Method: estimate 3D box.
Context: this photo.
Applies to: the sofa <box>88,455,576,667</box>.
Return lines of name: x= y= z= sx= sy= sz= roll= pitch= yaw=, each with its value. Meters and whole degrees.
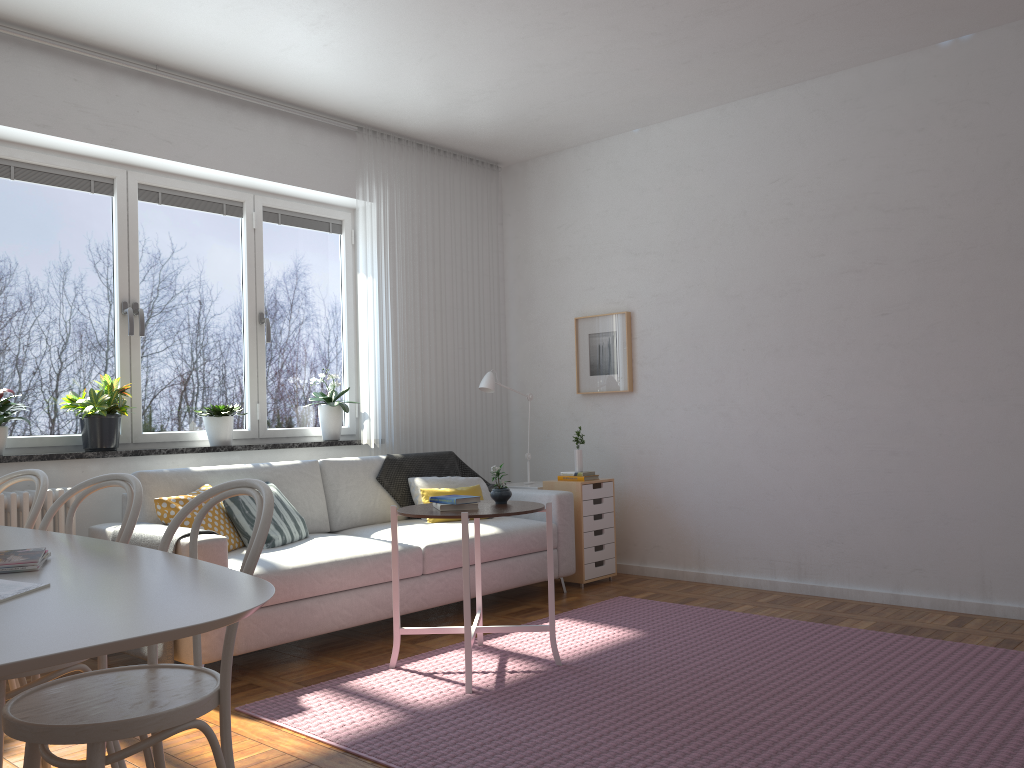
sofa: x=-0.796 y=0.825 z=4.699 sx=1.004 sy=0.842 sz=2.462 roll=-3 pitch=-3 yaw=42

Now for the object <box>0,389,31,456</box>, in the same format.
object: x=-2.397 y=0.175 z=4.064 sx=0.371 sy=0.308 sz=0.380 roll=-2 pitch=-2 yaw=17

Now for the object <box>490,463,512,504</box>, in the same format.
object: x=-0.051 y=0.431 z=3.845 sx=0.096 sy=0.174 sz=0.109 roll=-2 pitch=-2 yaw=21

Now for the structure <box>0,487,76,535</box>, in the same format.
structure: x=-2.346 y=0.784 z=3.777 sx=0.224 sy=0.623 sz=0.972 roll=-3 pitch=-2 yaw=42

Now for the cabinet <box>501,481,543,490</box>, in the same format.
cabinet: x=0.156 y=0.968 z=5.913 sx=0.400 sy=0.600 sz=0.400 roll=-3 pitch=-2 yaw=42

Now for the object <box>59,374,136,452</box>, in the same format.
object: x=-2.054 y=0.141 z=4.406 sx=0.333 sy=0.384 sz=0.299 roll=0 pitch=-2 yaw=-33

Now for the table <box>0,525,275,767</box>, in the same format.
table: x=-1.356 y=0.762 z=1.861 sx=2.290 sy=0.769 sz=0.931 roll=-3 pitch=-3 yaw=42

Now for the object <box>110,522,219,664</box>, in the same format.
object: x=-1.489 y=0.874 z=3.786 sx=0.608 sy=0.533 sz=0.288 roll=-3 pitch=-2 yaw=42

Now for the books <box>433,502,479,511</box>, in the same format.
books: x=-0.236 y=0.505 z=3.702 sx=0.162 sy=0.026 sz=0.209 roll=-1 pitch=-2 yaw=-13

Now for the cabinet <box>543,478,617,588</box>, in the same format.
cabinet: x=0.429 y=0.927 z=5.597 sx=0.301 sy=0.643 sz=0.349 roll=-3 pitch=-2 yaw=42

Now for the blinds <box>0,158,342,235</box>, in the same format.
blinds: x=-2.060 y=-1.031 z=4.722 sx=0.015 sy=0.098 sz=2.845 roll=-3 pitch=-2 yaw=42

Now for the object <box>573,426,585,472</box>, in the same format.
object: x=0.424 y=0.409 z=5.591 sx=0.081 sy=0.287 sz=0.085 roll=0 pitch=-2 yaw=-42

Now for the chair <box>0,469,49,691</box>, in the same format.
chair: x=-0.934 y=0.550 z=4.050 sx=0.448 sy=1.341 sz=3.695 roll=-2 pitch=-2 yaw=27

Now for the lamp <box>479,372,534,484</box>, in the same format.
lamp: x=-0.462 y=0.528 z=3.797 sx=0.332 sy=1.346 sz=4.593 roll=-2 pitch=-2 yaw=12

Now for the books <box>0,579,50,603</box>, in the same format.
books: x=-1.006 y=0.335 z=1.408 sx=0.405 sy=0.029 sz=0.266 roll=-2 pitch=-2 yaw=2

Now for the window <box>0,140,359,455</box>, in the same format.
window: x=-2.018 y=-0.412 z=4.685 sx=0.151 sy=1.510 sz=3.020 roll=-3 pitch=-2 yaw=42

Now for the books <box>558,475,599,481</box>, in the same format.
books: x=0.421 y=0.591 z=5.603 sx=0.211 sy=0.028 sz=0.164 roll=-4 pitch=-3 yaw=42

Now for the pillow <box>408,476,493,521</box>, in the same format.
pillow: x=-0.343 y=0.681 z=5.329 sx=0.532 sy=0.259 sz=0.301 roll=0 pitch=-2 yaw=-34

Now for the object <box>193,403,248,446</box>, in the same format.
object: x=-1.617 y=0.223 z=4.918 sx=0.283 sy=0.237 sz=0.267 roll=-2 pitch=-2 yaw=24

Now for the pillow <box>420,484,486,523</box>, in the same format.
pillow: x=-0.329 y=0.689 z=5.118 sx=0.401 sy=0.194 sz=0.211 roll=0 pitch=-2 yaw=-31

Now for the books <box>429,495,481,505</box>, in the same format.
books: x=-0.236 y=0.479 z=3.679 sx=0.136 sy=0.024 sz=0.175 roll=0 pitch=-3 yaw=-43

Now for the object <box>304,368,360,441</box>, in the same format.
object: x=-1.157 y=0.131 z=5.515 sx=0.340 sy=0.443 sz=0.286 roll=-3 pitch=-2 yaw=30

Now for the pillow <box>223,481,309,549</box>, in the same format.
pillow: x=-1.201 y=0.638 z=4.362 sx=0.309 sy=0.288 sz=0.470 roll=-2 pitch=-2 yaw=13

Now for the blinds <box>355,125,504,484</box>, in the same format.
blinds: x=-0.498 y=-0.163 z=5.947 sx=0.055 sy=2.885 sz=1.292 roll=-3 pitch=-2 yaw=42

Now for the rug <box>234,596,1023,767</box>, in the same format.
rug: x=0.681 y=1.150 z=3.376 sx=2.367 sy=0.008 sz=2.457 roll=-4 pitch=-3 yaw=42

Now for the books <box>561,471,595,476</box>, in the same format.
books: x=0.417 y=0.565 z=5.598 sx=0.175 sy=0.024 sz=0.136 roll=-4 pitch=-3 yaw=42

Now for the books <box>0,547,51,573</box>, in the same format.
books: x=-1.070 y=0.354 z=1.739 sx=0.278 sy=0.022 sz=0.204 roll=-1 pitch=-2 yaw=-21

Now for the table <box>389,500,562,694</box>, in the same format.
table: x=-0.162 y=0.846 z=3.712 sx=0.618 sy=0.687 sz=0.617 roll=-3 pitch=-2 yaw=40

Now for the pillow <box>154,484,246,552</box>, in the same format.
pillow: x=-1.436 y=0.637 z=4.124 sx=0.313 sy=0.317 sz=0.464 roll=-2 pitch=-2 yaw=10

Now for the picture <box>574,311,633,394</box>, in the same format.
picture: x=0.611 y=-0.202 z=5.944 sx=0.431 sy=0.524 sz=0.050 roll=-3 pitch=-2 yaw=42

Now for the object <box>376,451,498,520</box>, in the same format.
object: x=-0.387 y=0.742 z=5.504 sx=0.677 sy=0.648 sz=0.979 roll=-2 pitch=-2 yaw=12
